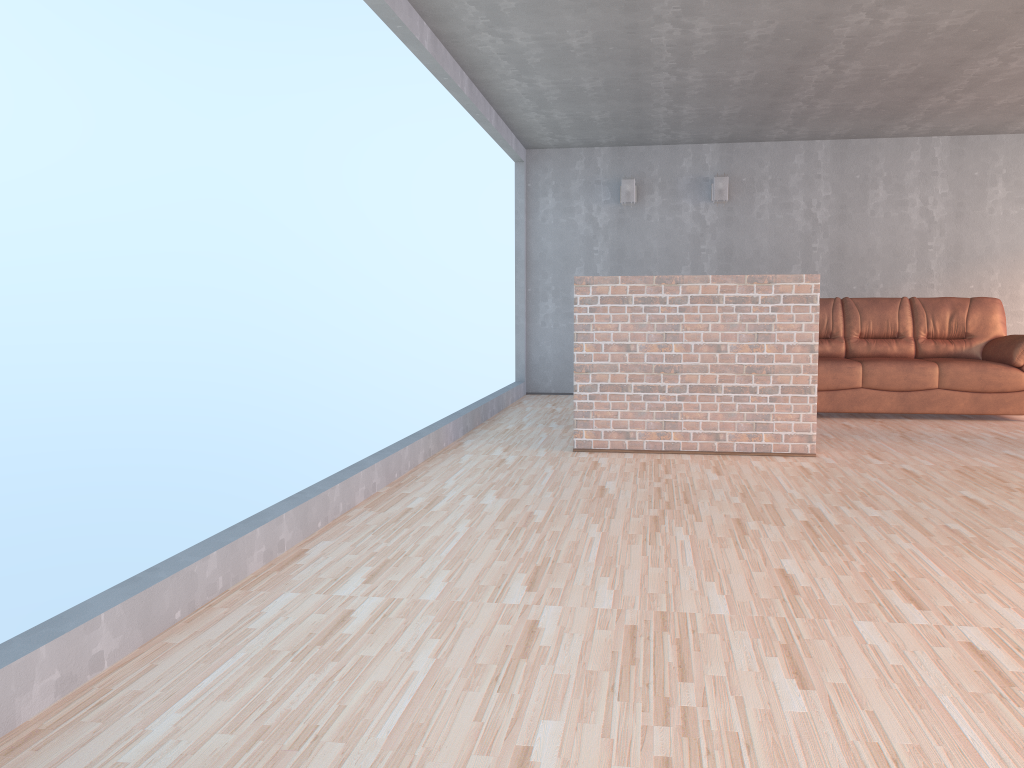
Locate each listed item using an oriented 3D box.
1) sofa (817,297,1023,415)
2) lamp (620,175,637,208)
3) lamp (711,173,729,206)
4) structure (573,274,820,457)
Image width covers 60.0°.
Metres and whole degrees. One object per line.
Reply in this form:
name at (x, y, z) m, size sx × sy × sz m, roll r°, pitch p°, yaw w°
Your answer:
sofa at (3.080, -0.262, 7.309) m, size 2.202 × 0.923 × 0.981 m, roll 1°, pitch 5°, yaw 9°
lamp at (1.140, -1.881, 8.690) m, size 0.165 × 0.319 × 0.168 m, roll 1°, pitch 5°, yaw 9°
lamp at (2.013, -1.873, 8.555) m, size 0.165 × 0.319 × 0.177 m, roll 1°, pitch 5°, yaw 9°
structure at (1.084, -0.117, 5.327) m, size 1.422 × 1.057 × 0.211 m, roll 1°, pitch 5°, yaw 9°
